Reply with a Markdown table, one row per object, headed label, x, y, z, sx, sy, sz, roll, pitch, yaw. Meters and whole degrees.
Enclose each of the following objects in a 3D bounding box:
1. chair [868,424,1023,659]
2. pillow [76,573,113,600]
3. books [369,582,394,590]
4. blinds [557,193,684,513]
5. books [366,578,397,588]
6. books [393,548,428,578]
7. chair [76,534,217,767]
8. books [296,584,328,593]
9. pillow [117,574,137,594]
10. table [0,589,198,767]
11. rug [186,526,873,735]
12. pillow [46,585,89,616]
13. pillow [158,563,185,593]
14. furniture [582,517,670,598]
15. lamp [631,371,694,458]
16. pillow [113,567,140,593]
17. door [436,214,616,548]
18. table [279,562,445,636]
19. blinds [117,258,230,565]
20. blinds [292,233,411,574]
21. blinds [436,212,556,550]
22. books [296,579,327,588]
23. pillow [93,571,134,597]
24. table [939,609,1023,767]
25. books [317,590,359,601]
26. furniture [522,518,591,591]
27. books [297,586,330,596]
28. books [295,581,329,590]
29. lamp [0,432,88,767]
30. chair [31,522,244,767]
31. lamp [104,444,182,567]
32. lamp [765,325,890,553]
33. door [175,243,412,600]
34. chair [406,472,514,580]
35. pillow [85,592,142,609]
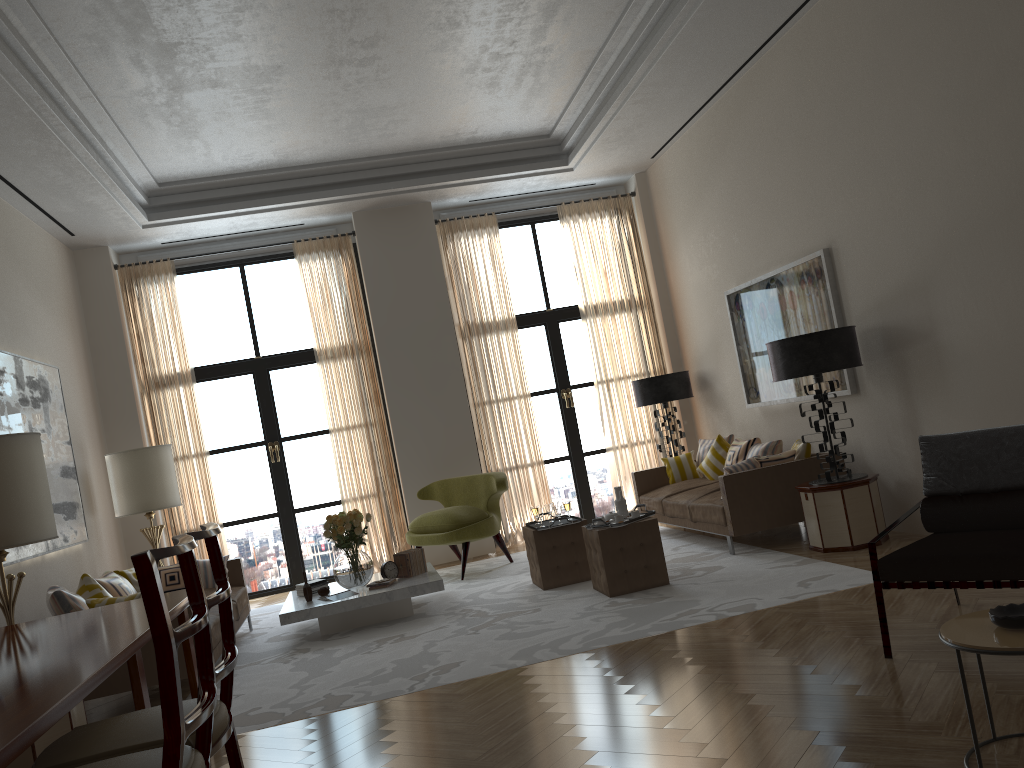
| label | x | y | z | sx | sy | sz | roll | pitch | yaw |
| --- | --- | --- | --- | --- | --- | --- | --- | --- | --- |
| chair | 2.691 | 0.863 | 5.098 | 0.880 | 1.134 | 1.132 | -13 | -3 | 44 |
| pillow | -3.567 | 1.923 | 7.643 | 0.769 | 0.616 | 0.355 | -12 | -2 | 33 |
| books | -1.324 | 2.037 | 8.966 | 0.197 | 0.024 | 0.256 | -11 | -3 | 7 |
| blinds | 1.699 | -0.374 | 13.290 | 1.241 | 4.871 | 0.419 | -10 | -1 | -9 |
| books | -1.318 | 2.011 | 8.969 | 0.255 | 0.026 | 0.202 | -11 | -3 | 14 |
| books | -1.076 | 1.890 | 9.366 | 0.211 | 0.264 | 0.281 | -12 | -3 | 39 |
| chair | -1.330 | 1.313 | 2.798 | 0.877 | 1.504 | 0.657 | -10 | -2 | -11 |
| books | -2.114 | 2.164 | 9.385 | 0.208 | 0.024 | 0.262 | -13 | -4 | 42 |
| pillow | -3.797 | 2.119 | 8.558 | 0.370 | 0.565 | 0.661 | -10 | -2 | -15 |
| table | -2.514 | 1.841 | 3.856 | 1.798 | 1.026 | 3.808 | -10 | -3 | -11 |
| rug | -0.226 | 2.162 | 9.093 | 5.512 | 0.065 | 5.742 | -10 | -3 | -11 |
| pillow | -3.570 | 1.919 | 7.238 | 0.354 | 0.576 | 0.625 | -10 | -2 | -32 |
| pillow | -3.635 | 2.138 | 9.562 | 0.464 | 0.411 | 0.304 | -10 | -2 | -12 |
| furniture | 1.056 | 1.602 | 8.318 | 0.613 | 0.616 | 0.615 | -10 | -2 | -11 |
| lamp | 2.285 | 0.880 | 12.577 | 0.829 | 2.017 | 0.831 | -10 | -2 | -6 |
| pillow | -3.948 | 2.157 | 9.415 | 0.296 | 0.475 | 0.515 | -11 | -2 | 11 |
| door | 0.746 | -0.180 | 13.338 | 3.083 | 4.764 | 0.240 | -10 | -1 | -11 |
| table | -1.543 | 2.279 | 9.267 | 1.582 | 0.343 | 1.503 | -10 | -3 | -11 |
| blinds | -4.555 | 0.744 | 12.108 | 0.780 | 4.883 | 0.420 | -10 | -1 | -8 |
| blinds | -2.241 | 0.327 | 12.545 | 0.873 | 4.871 | 0.419 | -10 | -1 | -8 |
| blinds | -0.212 | -0.034 | 12.930 | 0.959 | 4.871 | 0.420 | -10 | -1 | -9 |
| books | -2.128 | 2.114 | 9.390 | 0.259 | 0.030 | 0.207 | -8 | -4 | -44 |
| pillow | -3.684 | 2.014 | 8.196 | 0.403 | 0.547 | 0.618 | -10 | -2 | -8 |
| table | 2.023 | 1.206 | 3.438 | 0.585 | 0.546 | 0.583 | -12 | -3 | 29 |
| books | -1.731 | 2.099 | 8.813 | 0.280 | 0.038 | 0.385 | -8 | -4 | -38 |
| furniture | 0.492 | 1.757 | 9.258 | 0.613 | 0.616 | 0.615 | -10 | -2 | -11 |
| books | -2.107 | 2.193 | 9.396 | 0.280 | 0.035 | 0.208 | -8 | -4 | -44 |
| books | -2.119 | 2.140 | 9.399 | 0.230 | 0.024 | 0.280 | -13 | -4 | 44 |
| lamp | -3.525 | 1.515 | 6.186 | 0.766 | 2.253 | 0.770 | -9 | -2 | -44 |
| chair | -1.455 | 1.369 | 3.432 | 0.877 | 1.504 | 0.657 | -10 | -2 | -11 |
| lamp | -4.343 | 1.909 | 10.769 | 0.770 | 2.253 | 0.766 | -12 | -2 | 42 |
| lamp | 3.021 | 0.524 | 8.418 | 0.829 | 2.017 | 0.831 | -10 | -2 | -10 |
| door | -3.408 | 0.558 | 12.553 | 3.255 | 4.764 | 0.240 | -10 | -1 | -11 |
| chair | -0.750 | 1.826 | 11.251 | 1.027 | 1.212 | 1.796 | -9 | -3 | -43 |
| pillow | -3.150 | 1.899 | 7.162 | 0.482 | 0.432 | 0.318 | -11 | -2 | -1 |
